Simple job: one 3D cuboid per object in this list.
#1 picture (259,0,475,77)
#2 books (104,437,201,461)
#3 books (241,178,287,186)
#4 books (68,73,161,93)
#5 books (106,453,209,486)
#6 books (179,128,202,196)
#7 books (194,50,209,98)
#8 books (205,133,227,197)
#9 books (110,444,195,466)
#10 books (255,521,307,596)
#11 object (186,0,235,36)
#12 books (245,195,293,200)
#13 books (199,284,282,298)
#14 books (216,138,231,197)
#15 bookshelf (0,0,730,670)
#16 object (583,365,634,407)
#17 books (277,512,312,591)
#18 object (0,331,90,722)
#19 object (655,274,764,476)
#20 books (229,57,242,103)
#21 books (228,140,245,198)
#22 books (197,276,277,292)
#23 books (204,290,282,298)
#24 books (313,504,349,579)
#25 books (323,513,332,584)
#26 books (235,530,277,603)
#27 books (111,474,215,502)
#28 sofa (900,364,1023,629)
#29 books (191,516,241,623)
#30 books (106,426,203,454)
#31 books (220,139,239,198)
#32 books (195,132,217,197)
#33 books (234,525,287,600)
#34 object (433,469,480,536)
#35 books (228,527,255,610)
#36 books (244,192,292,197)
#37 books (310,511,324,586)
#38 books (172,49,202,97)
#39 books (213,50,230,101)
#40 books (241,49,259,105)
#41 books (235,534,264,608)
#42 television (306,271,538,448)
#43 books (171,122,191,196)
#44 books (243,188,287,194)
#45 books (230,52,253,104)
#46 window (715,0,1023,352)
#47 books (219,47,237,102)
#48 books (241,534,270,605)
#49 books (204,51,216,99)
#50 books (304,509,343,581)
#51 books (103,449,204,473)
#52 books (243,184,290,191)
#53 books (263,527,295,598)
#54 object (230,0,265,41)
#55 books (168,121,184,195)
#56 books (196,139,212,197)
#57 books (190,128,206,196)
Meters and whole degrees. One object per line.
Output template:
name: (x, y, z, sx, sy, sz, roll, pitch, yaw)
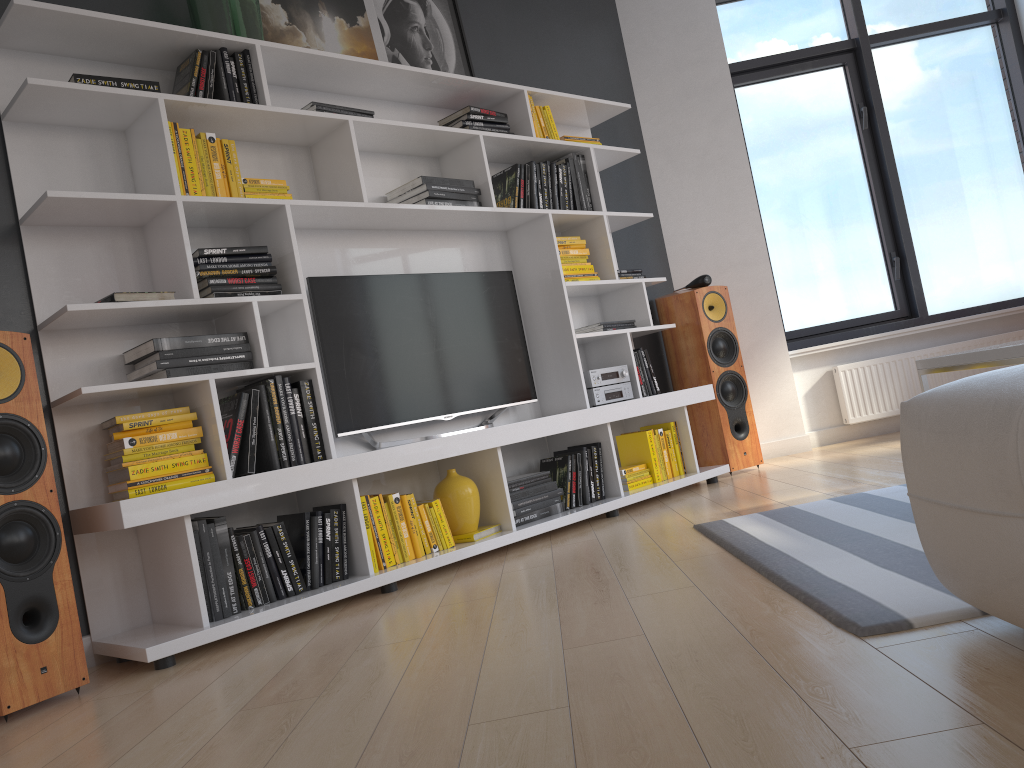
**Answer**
picture: (-0.679, -1.631, 3.945, 1.279, 0.707, 0.076, -9, -3, -44)
books: (-1.179, 0.214, 2.912, 0.251, 0.019, 0.180, -9, -3, -44)
books: (-0.956, -0.728, 3.297, 0.186, 0.026, 0.138, -9, -3, -44)
books: (-1.343, -0.956, 2.957, 0.268, 0.046, 0.208, -9, -3, -40)
books: (-1.158, 0.279, 2.901, 0.255, 0.044, 0.198, -9, -3, -44)
books: (-1.166, -0.734, 3.104, 0.044, 0.255, 0.198, -9, -3, -44)
books: (-1.148, -1.067, 3.193, 0.087, 0.214, 0.171, -9, -3, -43)
books: (-1.095, -0.742, 3.169, 0.035, 0.250, 0.185, -9, -3, -44)
books: (-1.172, 0.233, 2.890, 0.228, 0.024, 0.152, -9, -3, -40)
books: (-0.799, 0.593, 3.004, 0.083, 0.249, 0.191, -9, -3, -44)
object: (-1.130, -1.474, 3.268, 0.157, 0.507, 0.157, -10, -3, -30)
books: (-0.932, -0.659, 3.286, 0.190, 0.033, 0.147, -9, -3, -44)
books: (-0.986, -0.319, 3.156, 0.270, 0.025, 0.189, -9, -3, -45)
books: (-1.074, -0.740, 3.191, 0.023, 0.239, 0.169, -9, -3, -44)
bookshelf: (-0.291, -0.314, 3.725, 3.000, 2.052, 0.455, -9, -3, -44)
object: (0.400, 0.026, 4.362, 0.285, 0.174, 0.270, -9, -3, -44)
books: (-0.756, 0.582, 3.075, 0.066, 0.260, 0.197, -9, -3, -44)
object: (-1.498, 0.360, 2.466, 0.434, 1.088, 0.290, -13, -3, 31)
object: (1.056, -0.035, 4.930, 0.290, 1.088, 0.434, -10, -3, -29)
books: (-1.050, -1.078, 3.272, 0.021, 0.200, 0.147, -9, -3, -44)
books: (-1.038, -0.743, 3.226, 0.024, 0.234, 0.172, -9, -3, -44)
books: (-1.008, -0.343, 3.165, 0.266, 0.030, 0.209, -9, -3, -45)
books: (-0.980, -0.295, 3.153, 0.189, 0.026, 0.263, -13, -3, 44)
books: (-0.650, 0.566, 3.173, 0.066, 0.260, 0.197, -9, -3, -44)
books: (-0.692, 0.579, 3.113, 0.071, 0.243, 0.179, -9, -3, -45)
books: (-0.860, 0.606, 2.935, 0.050, 0.242, 0.169, -9, -3, -44)
books: (-1.136, 0.338, 2.890, 0.270, 0.029, 0.204, -9, -3, -39)
sofa: (2.374, -0.249, 1.672, 3.424, 0.732, 2.614, -11, -2, 1)
books: (-1.002, 0.594, 2.836, 0.128, 0.321, 0.259, -9, -3, -44)
books: (-1.175, 0.186, 2.919, 0.250, 0.035, 0.185, -9, -3, -41)
books: (-1.054, -0.741, 3.205, 0.024, 0.234, 0.172, -9, -3, -44)
books: (-1.116, -0.739, 3.152, 0.019, 0.251, 0.180, -9, -3, -44)
books: (-0.848, 0.599, 2.963, 0.066, 0.255, 0.193, -9, -3, -44)
object: (-0.221, 0.469, 3.555, 0.185, 0.257, 0.185, -12, -3, 24)
books: (-0.931, 0.605, 2.894, 0.053, 0.268, 0.202, -9, -3, -44)
books: (-0.938, -0.681, 3.291, 0.196, 0.011, 0.148, -9, -3, -44)
books: (-0.720, 0.579, 3.105, 0.075, 0.254, 0.192, -9, -3, -45)
books: (-1.168, -1.066, 3.167, 0.166, 0.213, 0.096, -13, -3, 44)
books: (-1.087, -1.081, 3.238, 0.021, 0.221, 0.156, -9, -3, -44)
books: (-1.008, -1.100, 3.308, 0.019, 0.230, 0.174, -9, -3, -44)
books: (-0.902, 0.616, 2.913, 0.053, 0.240, 0.189, -9, -3, -43)
television: (-0.337, -0.125, 3.791, 1.102, 0.704, 0.207, -9, -3, -44)
books: (-1.189, -0.738, 3.077, 0.025, 0.270, 0.213, -9, -3, -44)
books: (-0.932, -0.697, 3.273, 0.169, 0.018, 0.113, -9, -3, -43)
books: (-1.032, -1.089, 3.294, 0.038, 0.218, 0.169, -9, -3, -44)
window: (2.379, -1.542, 5.719, 1.960, 2.402, 0.170, -11, -2, 1)
books: (-1.074, -1.089, 3.259, 0.025, 0.232, 0.176, -9, -3, -44)
books: (-0.880, 0.613, 2.924, 0.049, 0.236, 0.170, -9, -3, -43)
books: (-1.120, -1.073, 3.204, 0.074, 0.212, 0.154, -9, -3, -45)
books: (-0.673, 0.574, 3.148, 0.084, 0.249, 0.191, -9, -3, -44)
books: (-1.176, 0.253, 2.911, 0.263, 0.015, 0.198, -9, -3, -41)
books: (-0.941, -0.710, 3.289, 0.187, 0.014, 0.134, -9, -3, -44)
books: (-0.820, 0.600, 2.978, 0.066, 0.242, 0.177, -9, -3, -44)
object: (-1.057, -1.482, 3.417, 0.157, 0.507, 0.157, -10, -3, -30)
books: (-1.203, -0.736, 3.052, 0.029, 0.270, 0.204, -9, -3, -44)
books: (-1.116, -0.727, 3.124, 0.024, 0.229, 0.156, -9, -3, -44)
books: (-1.146, -0.739, 3.127, 0.015, 0.263, 0.199, -9, -3, -44)
